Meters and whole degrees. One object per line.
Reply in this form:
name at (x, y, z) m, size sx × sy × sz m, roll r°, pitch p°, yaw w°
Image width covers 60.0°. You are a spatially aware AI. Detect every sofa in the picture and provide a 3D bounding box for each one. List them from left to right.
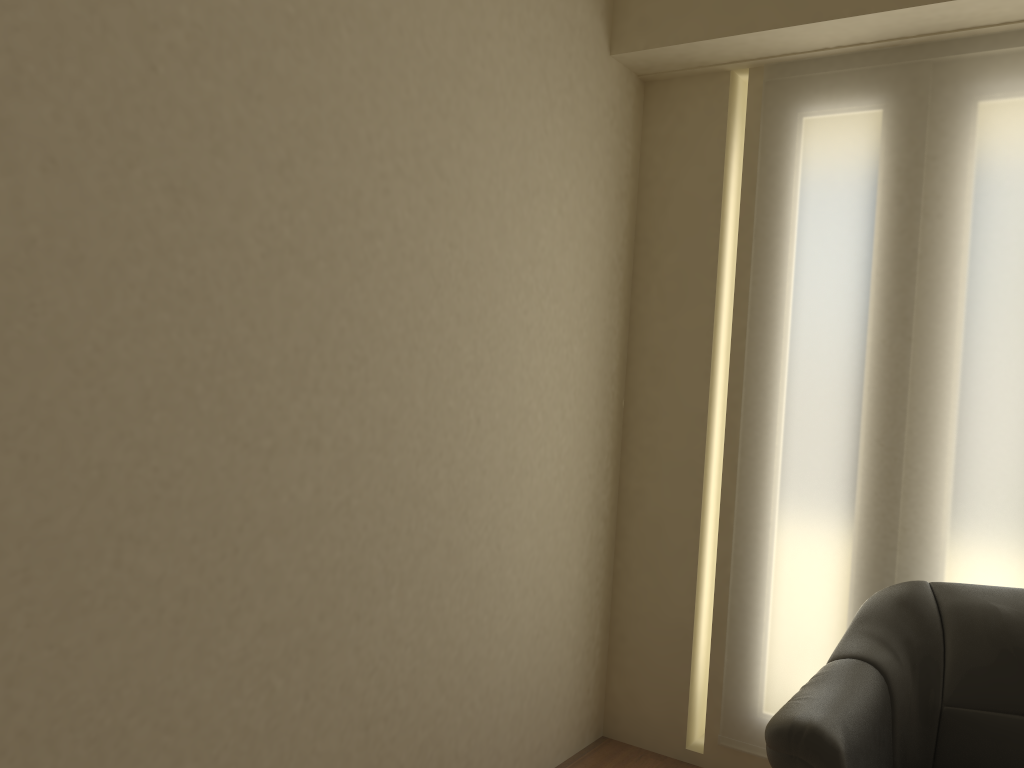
sofa at (1.798, 1.052, 1.868) m, size 2.337 × 0.918 × 0.944 m, roll 4°, pitch 1°, yaw 33°

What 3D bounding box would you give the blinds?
blinds at (2.013, 0.151, 2.448) m, size 2.830 × 2.453 × 0.002 m, roll 4°, pitch 1°, yaw 33°
